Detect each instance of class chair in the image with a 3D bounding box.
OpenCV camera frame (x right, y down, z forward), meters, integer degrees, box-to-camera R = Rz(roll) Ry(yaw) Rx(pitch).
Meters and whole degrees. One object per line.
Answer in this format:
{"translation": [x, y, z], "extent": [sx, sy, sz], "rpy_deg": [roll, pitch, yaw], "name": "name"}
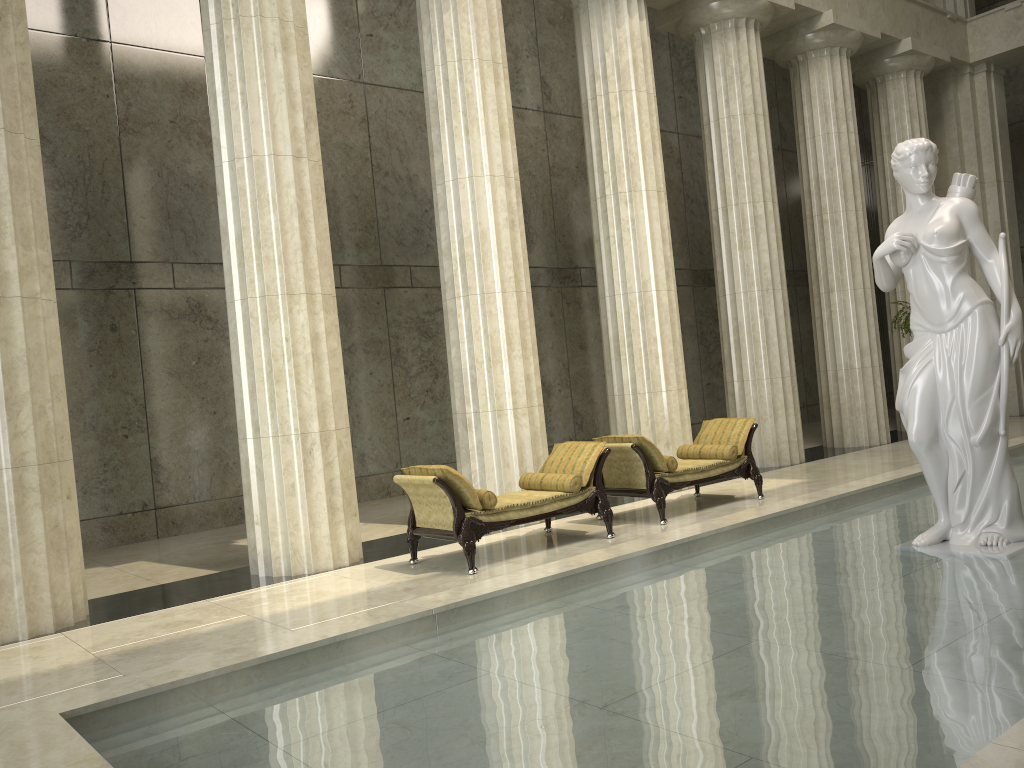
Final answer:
{"translation": [-0.020, 1.129, 8.525], "extent": [2.172, 0.950, 0.993], "rpy_deg": [-5, 0, -39], "name": "chair"}
{"translation": [1.888, 0.949, 10.079], "extent": [2.172, 0.950, 0.993], "rpy_deg": [-5, 0, -39], "name": "chair"}

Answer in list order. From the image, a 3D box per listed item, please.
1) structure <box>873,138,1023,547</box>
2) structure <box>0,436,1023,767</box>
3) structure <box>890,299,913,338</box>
{"translation": [3.047, -0.227, 6.173], "extent": [0.729, 3.044, 0.940], "rpy_deg": [-5, 0, -45], "name": "structure"}
{"translation": [3.223, 1.216, 6.165], "extent": [11.573, 0.508, 3.754], "rpy_deg": [-5, 0, -39], "name": "structure"}
{"translation": [6.810, -0.237, 14.255], "extent": [1.053, 2.386, 1.159], "rpy_deg": [-5, 0, -44], "name": "structure"}
